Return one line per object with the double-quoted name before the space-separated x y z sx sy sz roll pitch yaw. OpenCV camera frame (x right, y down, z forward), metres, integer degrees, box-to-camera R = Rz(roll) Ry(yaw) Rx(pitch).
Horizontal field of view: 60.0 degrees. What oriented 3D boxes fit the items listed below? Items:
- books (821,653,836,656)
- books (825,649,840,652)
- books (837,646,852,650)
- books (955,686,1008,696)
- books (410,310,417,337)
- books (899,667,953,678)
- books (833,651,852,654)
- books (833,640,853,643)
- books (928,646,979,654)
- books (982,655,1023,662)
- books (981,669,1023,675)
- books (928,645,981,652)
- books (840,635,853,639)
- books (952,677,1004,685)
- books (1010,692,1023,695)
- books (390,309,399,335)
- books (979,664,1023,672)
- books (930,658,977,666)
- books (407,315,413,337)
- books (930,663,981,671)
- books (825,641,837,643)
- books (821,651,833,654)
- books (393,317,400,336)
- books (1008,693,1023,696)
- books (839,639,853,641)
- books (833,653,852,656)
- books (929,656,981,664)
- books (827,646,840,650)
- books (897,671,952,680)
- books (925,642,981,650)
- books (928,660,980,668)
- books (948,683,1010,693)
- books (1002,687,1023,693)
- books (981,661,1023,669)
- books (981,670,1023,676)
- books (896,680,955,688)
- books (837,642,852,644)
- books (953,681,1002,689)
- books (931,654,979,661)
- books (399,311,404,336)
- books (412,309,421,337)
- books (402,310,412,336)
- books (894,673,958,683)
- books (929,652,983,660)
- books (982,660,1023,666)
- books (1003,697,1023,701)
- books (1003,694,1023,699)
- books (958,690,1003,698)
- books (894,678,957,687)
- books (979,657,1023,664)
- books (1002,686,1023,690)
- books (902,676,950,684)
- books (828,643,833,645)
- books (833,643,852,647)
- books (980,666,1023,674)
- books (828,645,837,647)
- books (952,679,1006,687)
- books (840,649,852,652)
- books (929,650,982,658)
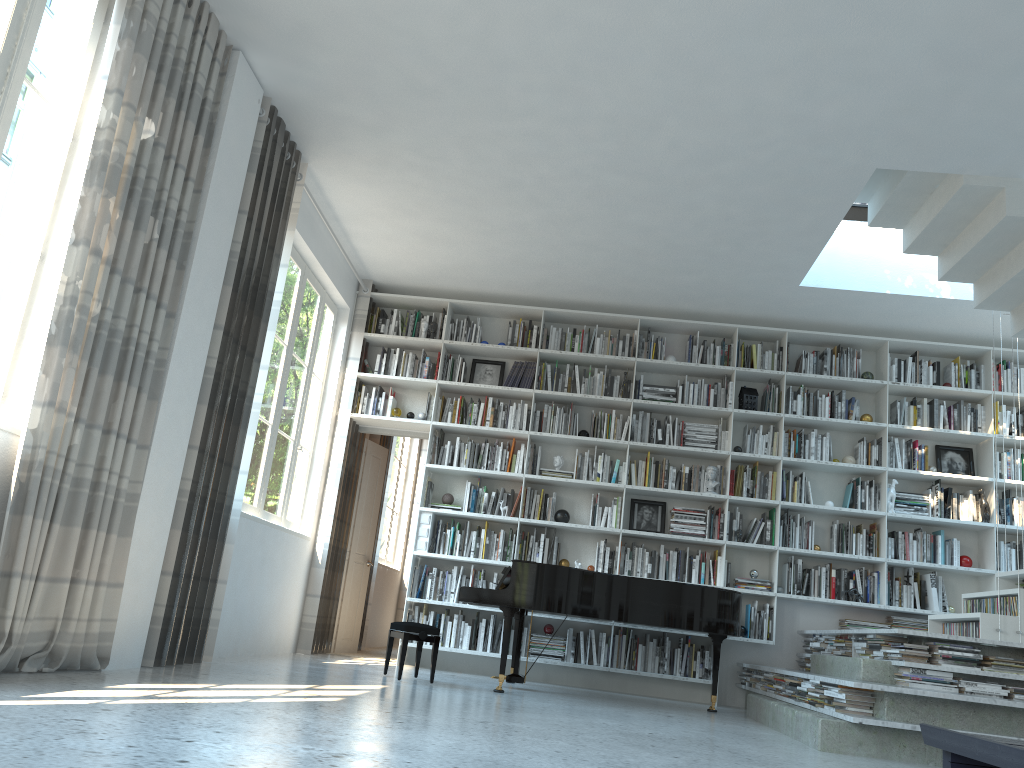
"books" 2.383 1.978 6.452 0.183 0.012 0.297 6 -15 4
"books" 2.390 1.950 6.459 0.164 0.023 0.243 4 -15 9
"books" 2.382 1.849 6.188 0.159 0.018 0.203 6 -15 3
"books" 2.585 1.700 4.916 0.232 0.019 0.170 7 -15 0
"books" -0.886 -0.505 8.015 0.014 0.303 0.146 6 -15 5
"books" 2.312 1.613 4.963 0.234 0.025 0.158 7 -15 0
"books" 2.369 1.879 6.181 0.177 0.014 0.248 6 -15 3
"books" 2.375 1.807 6.200 0.187 0.009 0.262 6 -15 4
"books" 2.539 1.534 5.104 0.221 0.018 0.154 5 -15 6
"books" 2.814 1.569 5.060 0.203 0.011 0.174 7 -15 0
"books" 2.805 1.641 5.041 0.287 0.005 0.165 4 -15 10
"books" 2.540 1.519 5.100 0.228 0.009 0.159 7 -15 1
"books" 2.393 1.778 6.206 0.139 0.028 0.262 4 -15 10
"books" 2.592 1.656 4.946 0.220 0.013 0.149 6 -15 4
"books" 2.870 1.722 4.915 0.273 0.009 0.129 5 -15 8
"books" -1.054 -0.512 8.023 0.028 0.282 0.190 6 -15 5
"books" 2.808 1.618 5.052 0.214 0.015 0.177 5 -15 6
"books" 2.532 1.597 5.094 0.207 0.012 0.132 7 -15 1
"books" -0.910 -0.481 8.024 0.030 0.257 0.130 6 -15 5
"books" 2.527 1.616 5.068 0.216 0.015 0.178 6 -15 3
"books" 2.402 1.894 6.474 0.167 0.008 0.235 6 -15 4
"books" 2.380 1.966 6.456 0.190 0.012 0.236 6 -15 3
"books" -1.030 -0.475 8.001 0.030 0.205 0.176 6 -15 5
"books" 2.868 1.724 4.896 0.254 0.005 0.161 7 -15 1
"books" 2.402 1.799 6.200 0.128 0.013 0.297 6 -15 3
"books" 2.360 1.890 6.178 0.182 0.011 0.254 4 -15 9
"books" 2.532 1.579 5.074 0.215 0.013 0.190 6 -15 4
"books" 2.404 1.932 6.463 0.154 0.018 0.221 6 -15 4
"books" 2.311 1.633 4.972 0.257 0.010 0.132 4 -15 9
"books" 2.543 1.513 5.122 0.261 0.016 0.129 6 -15 4
"books" 2.530 1.607 5.086 0.227 0.012 0.149 6 -15 3
"books" 2.588 1.688 4.930 0.272 0.012 0.159 6 -15 3
"books" 2.870 1.703 4.893 0.287 0.018 0.191 6 -15 4
"books" 2.809 1.600 5.041 0.273 0.014 0.188 7 -15 0
"books" 2.804 1.646 5.040 0.291 0.007 0.174 5 -15 8
"books" 2.305 1.674 4.952 0.264 0.006 0.165 5 -15 6
"books" 2.380 1.818 6.196 0.161 0.012 0.255 4 -15 9
"books" 2.590 1.677 4.945 0.211 0.018 0.135 5 -15 8
"books" 2.534 1.570 5.088 0.210 0.012 0.168 5 -15 6
"books" -0.994 -0.501 8.000 0.057 0.262 0.191 6 -15 5
"books" -0.864 -0.505 8.024 0.029 0.313 0.129 6 -15 5
"books" -0.944 -0.501 8.013 0.039 0.282 0.182 6 -15 5
"books" 2.309 1.641 4.958 0.292 0.012 0.160 5 -15 8
"books" 2.535 1.560 5.093 0.260 0.009 0.153 5 -15 8
"books" 2.812 1.594 5.066 0.179 0.010 0.160 5 -15 7
"books" 2.866 1.752 4.905 0.249 0.009 0.144 6 -15 4
"books" 2.867 1.734 4.888 0.250 0.018 0.178 5 -15 8
"books" 2.584 1.721 4.926 0.208 0.015 0.153 6 -15 3
"books" 2.306 1.667 4.953 0.285 0.008 0.160 6 -15 3
"books" 2.813 1.582 5.063 0.245 0.013 0.173 6 -15 4
"books" 2.865 1.692 4.906 0.275 0.009 0.177 6 -15 5
"books" 2.307 1.651 4.951 0.210 0.012 0.168 4 -15 9
"books" 2.408 1.904 6.470 0.144 0.013 0.221 5 -15 8
"books" 2.376 1.831 6.193 0.179 0.017 0.294 5 -15 6
"books" 2.807 1.637 5.063 0.293 0.014 0.134 6 -15 2
"books" 2.410 1.917 6.467 0.150 0.013 0.216 6 -15 5
"books" 2.591 1.664 4.942 0.242 0.005 0.153 5 -15 6
"books" 2.392 1.866 6.182 0.138 0.017 0.238 6 -15 4
"books" 2.535 1.543 5.075 0.230 0.015 0.190 4 -15 10
